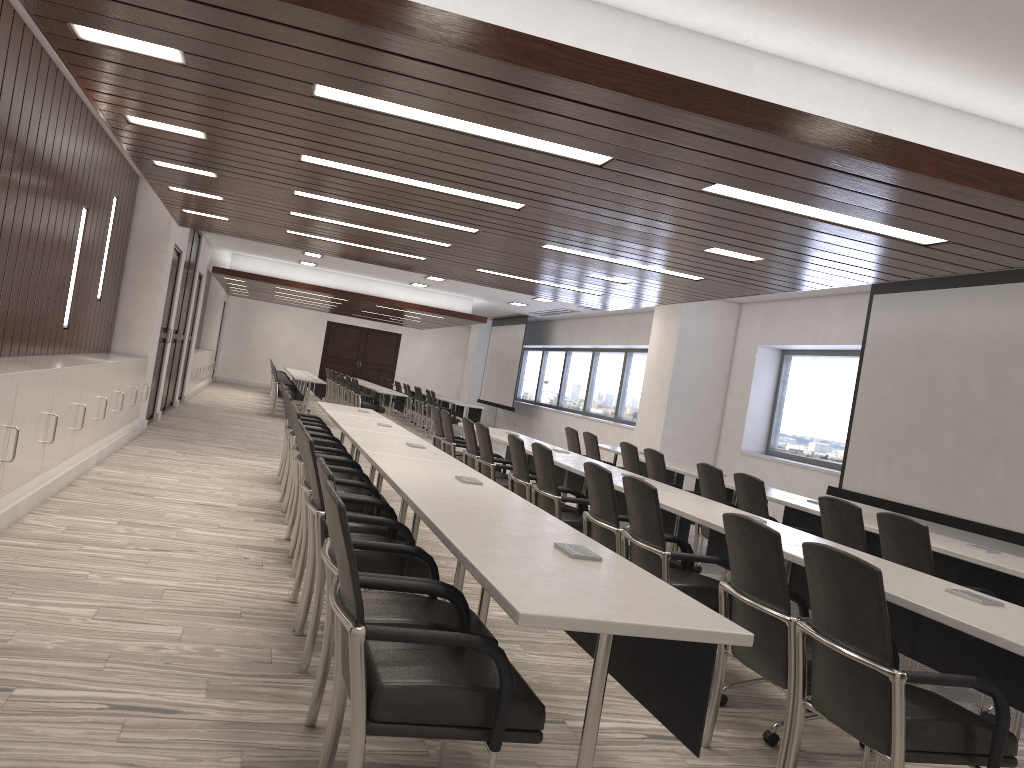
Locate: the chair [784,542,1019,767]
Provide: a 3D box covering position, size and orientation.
[{"bbox_3d":[1.199,1.008,2.778,0.638,0.939,0.513,9,0,-16],"label":"chair"}]

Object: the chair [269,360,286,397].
[{"bbox_3d":[-5.832,-0.090,22.317,0.638,0.939,0.513,9,0,-17],"label":"chair"}]

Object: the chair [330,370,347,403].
[{"bbox_3d":[-4.390,0.150,22.738,0.638,0.939,0.513,9,0,-16],"label":"chair"}]

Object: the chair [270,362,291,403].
[{"bbox_3d":[-5.147,0.015,19.883,0.638,0.939,0.513,9,0,-16],"label":"chair"}]

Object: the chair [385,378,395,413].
[{"bbox_3d":[-3.114,0.364,23.650,0.638,0.939,0.513,9,0,-16],"label":"chair"}]

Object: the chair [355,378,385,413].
[{"bbox_3d":[-2.746,0.402,16.876,0.638,0.939,0.513,9,0,-16],"label":"chair"}]

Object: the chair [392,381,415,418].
[{"bbox_3d":[-2.688,0.430,22.180,0.638,0.939,0.513,9,0,-17],"label":"chair"}]

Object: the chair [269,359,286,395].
[{"bbox_3d":[-6.234,-0.152,23.782,0.638,0.939,0.513,9,0,-16],"label":"chair"}]

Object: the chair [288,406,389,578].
[{"bbox_3d":[-1.056,0.643,5.274,0.638,0.939,0.513,9,0,-15],"label":"chair"}]

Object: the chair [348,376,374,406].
[{"bbox_3d":[-3.154,0.340,18.343,0.638,0.939,0.513,9,0,-17],"label":"chair"}]

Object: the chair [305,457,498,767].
[{"bbox_3d":[-0.383,0.746,2.867,0.638,0.939,0.513,9,0,-16],"label":"chair"}]

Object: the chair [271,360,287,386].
[{"bbox_3d":[-5.974,-0.112,22.823,0.638,0.939,0.513,9,0,-15],"label":"chair"}]

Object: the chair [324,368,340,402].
[{"bbox_3d":[-4.943,0.065,24.698,0.638,0.939,0.513,9,0,-17],"label":"chair"}]

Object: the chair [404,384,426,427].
[{"bbox_3d":[-2.154,0.512,20.208,0.638,0.939,0.513,9,0,-15],"label":"chair"}]

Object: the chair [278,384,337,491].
[{"bbox_3d":[-1.884,0.516,8.205,0.638,0.939,0.513,9,0,-17],"label":"chair"}]

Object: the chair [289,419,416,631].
[{"bbox_3d":[-0.803,0.681,4.321,0.638,0.939,0.513,9,0,-16],"label":"chair"}]

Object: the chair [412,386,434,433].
[{"bbox_3d":[-1.872,0.555,19.258,0.638,0.939,0.513,9,0,-17],"label":"chair"}]

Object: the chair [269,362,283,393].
[{"bbox_3d":[-6.378,-0.174,24.285,0.638,0.939,0.513,9,0,-15],"label":"chair"}]

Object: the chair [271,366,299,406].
[{"bbox_3d":[-4.742,0.077,18.443,0.638,0.939,0.513,9,0,-15],"label":"chair"}]

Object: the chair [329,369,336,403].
[{"bbox_3d":[-4.522,0.130,23.240,0.638,0.939,0.513,9,0,-15],"label":"chair"}]

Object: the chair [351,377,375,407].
[{"bbox_3d":[-2.901,0.378,17.386,0.638,0.939,0.513,9,0,-17],"label":"chair"}]

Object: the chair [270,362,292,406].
[{"bbox_3d":[-5.014,0.035,19.382,0.638,0.939,0.513,9,0,-15],"label":"chair"}]

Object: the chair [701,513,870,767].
[{"bbox_3d":[1.058,0.986,3.275,0.638,0.939,0.513,9,0,-16],"label":"chair"}]

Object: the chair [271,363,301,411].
[{"bbox_3d":[-4.599,0.099,17.929,0.638,0.939,0.513,9,0,-16],"label":"chair"}]

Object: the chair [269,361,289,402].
[{"bbox_3d":[-5.427,-0.028,20.850,0.638,0.939,0.513,9,0,-15],"label":"chair"}]

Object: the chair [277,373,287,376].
[{"bbox_3d":[-5.553,-0.047,21.360,0.638,0.939,0.513,9,0,-17],"label":"chair"}]

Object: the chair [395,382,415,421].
[{"bbox_3d":[-2.552,0.451,21.672,0.638,0.939,0.513,9,0,-16],"label":"chair"}]

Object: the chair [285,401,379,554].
[{"bbox_3d":[-1.199,0.621,5.785,0.638,0.939,0.513,9,0,-17],"label":"chair"}]

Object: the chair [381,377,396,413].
[{"bbox_3d":[-3.383,0.323,24.602,0.638,0.939,0.513,9,0,-15],"label":"chair"}]

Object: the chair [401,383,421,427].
[{"bbox_3d":[-2.294,0.490,20.713,0.638,0.939,0.513,9,0,-15],"label":"chair"}]

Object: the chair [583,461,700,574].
[{"bbox_3d":[0.647,0.923,4.727,0.638,0.939,0.513,9,0,-16],"label":"chair"}]

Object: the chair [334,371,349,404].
[{"bbox_3d":[-4.117,0.192,21.777,0.638,0.939,0.513,9,0,-16],"label":"chair"}]

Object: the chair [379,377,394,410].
[{"bbox_3d":[-3.515,0.303,25.105,0.638,0.939,0.513,9,0,-16],"label":"chair"}]

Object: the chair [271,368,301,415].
[{"bbox_3d":[-4.331,0.140,16.964,0.638,0.939,0.513,9,0,-16],"label":"chair"}]

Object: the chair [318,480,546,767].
[{"bbox_3d":[-0.253,0.766,2.360,0.638,0.939,0.513,9,0,-16],"label":"chair"}]

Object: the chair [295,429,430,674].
[{"bbox_3d":[-0.653,0.705,3.809,0.638,0.939,0.513,9,0,-16],"label":"chair"}]

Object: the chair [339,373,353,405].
[{"bbox_3d":[-3.713,0.254,20.301,0.638,0.939,0.513,9,0,-15],"label":"chair"}]

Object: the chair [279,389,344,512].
[{"bbox_3d":[-1.619,0.556,7.240,0.638,0.939,0.513,9,0,-17],"label":"chair"}]

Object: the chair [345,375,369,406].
[{"bbox_3d":[-3.293,0.319,18.843,0.638,0.939,0.513,9,0,-16],"label":"chair"}]

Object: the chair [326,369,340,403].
[{"bbox_3d":[-4.788,0.089,24.204,0.638,0.939,0.513,9,0,-15],"label":"chair"}]

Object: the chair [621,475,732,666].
[{"bbox_3d":[0.795,0.946,4.229,0.638,0.939,0.513,9,0,-16],"label":"chair"}]

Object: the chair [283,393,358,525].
[{"bbox_3d":[-1.465,0.580,6.743,0.638,0.939,0.513,9,0,-16],"label":"chair"}]

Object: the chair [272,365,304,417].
[{"bbox_3d":[-4.182,0.163,16.464,0.638,0.939,0.513,9,0,-15],"label":"chair"}]

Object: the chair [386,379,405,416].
[{"bbox_3d":[-2.973,0.386,23.136,0.638,0.939,0.513,9,0,-16],"label":"chair"}]

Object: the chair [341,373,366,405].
[{"bbox_3d":[-3.571,0.276,19.804,0.638,0.939,0.513,9,0,-16],"label":"chair"}]

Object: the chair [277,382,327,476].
[{"bbox_3d":[-2.027,0.494,8.715,0.638,0.939,0.513,9,0,-16],"label":"chair"}]

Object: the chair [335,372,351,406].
[{"bbox_3d":[-3.985,0.212,21.270,0.638,0.939,0.513,9,0,-16],"label":"chair"}]

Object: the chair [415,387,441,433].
[{"bbox_3d":[-1.748,0.574,18.751,0.638,0.939,0.513,9,0,-15],"label":"chair"}]
